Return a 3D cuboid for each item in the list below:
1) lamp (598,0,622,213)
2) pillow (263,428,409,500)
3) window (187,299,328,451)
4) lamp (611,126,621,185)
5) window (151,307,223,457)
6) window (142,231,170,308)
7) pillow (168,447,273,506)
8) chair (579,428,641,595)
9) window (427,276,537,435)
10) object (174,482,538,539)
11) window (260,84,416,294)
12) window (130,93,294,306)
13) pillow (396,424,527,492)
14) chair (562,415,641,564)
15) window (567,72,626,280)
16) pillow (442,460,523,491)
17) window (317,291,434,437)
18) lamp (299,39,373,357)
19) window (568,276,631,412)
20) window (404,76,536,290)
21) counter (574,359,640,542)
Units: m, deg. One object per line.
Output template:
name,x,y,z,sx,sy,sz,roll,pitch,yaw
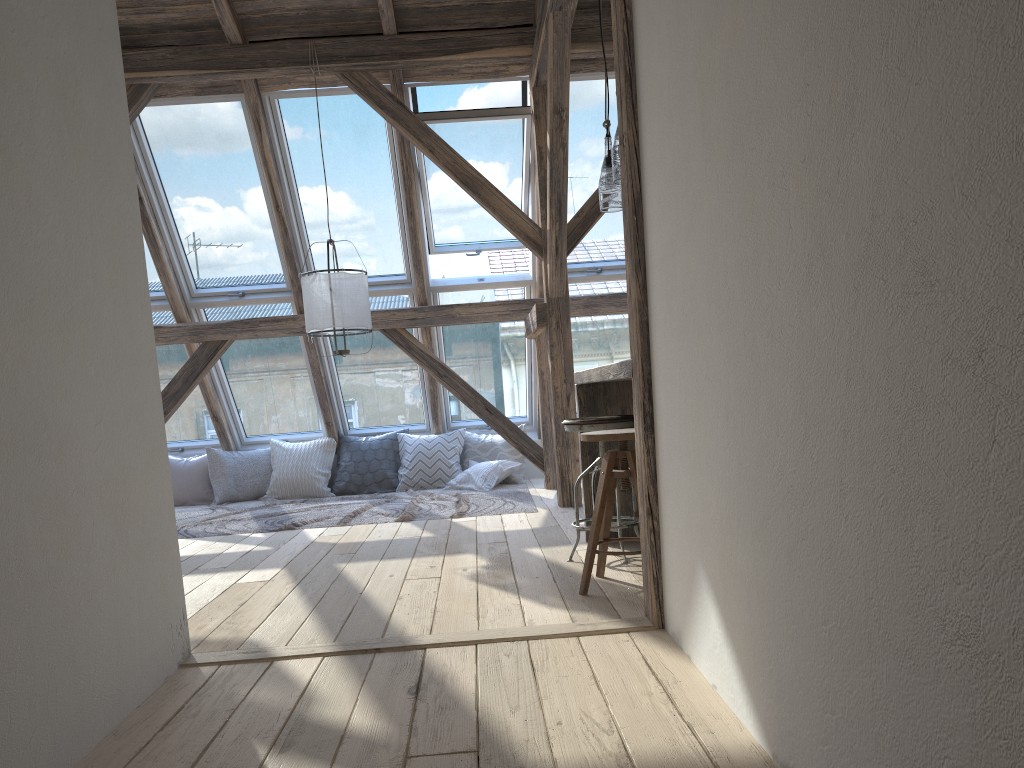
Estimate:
lamp,0.333,-1.399,3.766,0.225,1.303,0.107,-4,6,0
pillow,-1.520,0.694,7.621,1.272,0.570,0.463,-4,4,-1
window,-2.054,-0.066,7.354,0.855,1.290,1.086,-4,4,-2
lamp,0.351,-1.429,3.474,0.240,1.252,0.107,-3,6,10
window,-2.971,0.000,7.323,0.855,1.290,1.086,-4,4,-2
window,-3.013,-1.208,6.198,0.855,1.290,1.086,-4,4,-2
pillow,-2.509,0.801,7.616,1.131,0.531,0.432,-4,4,-10
chair,0.437,0.476,3.357,0.341,0.602,0.337,-3,5,18
window,-0.220,-0.197,7.418,0.855,1.290,1.086,-4,4,-2
object,-1.447,0.919,6.687,3.185,0.057,2.173,-4,-1,-2
window,-1.179,-1.339,6.261,0.855,1.290,1.086,-4,4,-2
window,-2.096,-1.273,6.230,0.855,1.290,1.086,-4,4,-2
pillow,-0.420,0.644,7.618,1.155,0.540,0.496,-4,3,3
chair,0.420,0.465,3.967,0.354,0.643,0.349,-1,6,31
window,0.655,-1.470,6.325,0.855,1.290,1.086,-4,4,-2
pillow,-0.261,0.770,7.321,0.537,0.244,0.471,-4,1,39
window,-1.137,-0.131,7.386,0.855,1.290,1.086,-4,4,-2
lamp,-1.128,-1.124,5.383,0.407,1.916,0.395,1,8,39
window,0.697,-0.262,7.449,0.855,1.290,1.086,-4,4,-2
window,-0.264,-1.404,6.342,0.855,1.289,1.395,-4,3,-2
counter,1.440,0.295,4.759,2.240,0.860,3.788,-4,0,-2
